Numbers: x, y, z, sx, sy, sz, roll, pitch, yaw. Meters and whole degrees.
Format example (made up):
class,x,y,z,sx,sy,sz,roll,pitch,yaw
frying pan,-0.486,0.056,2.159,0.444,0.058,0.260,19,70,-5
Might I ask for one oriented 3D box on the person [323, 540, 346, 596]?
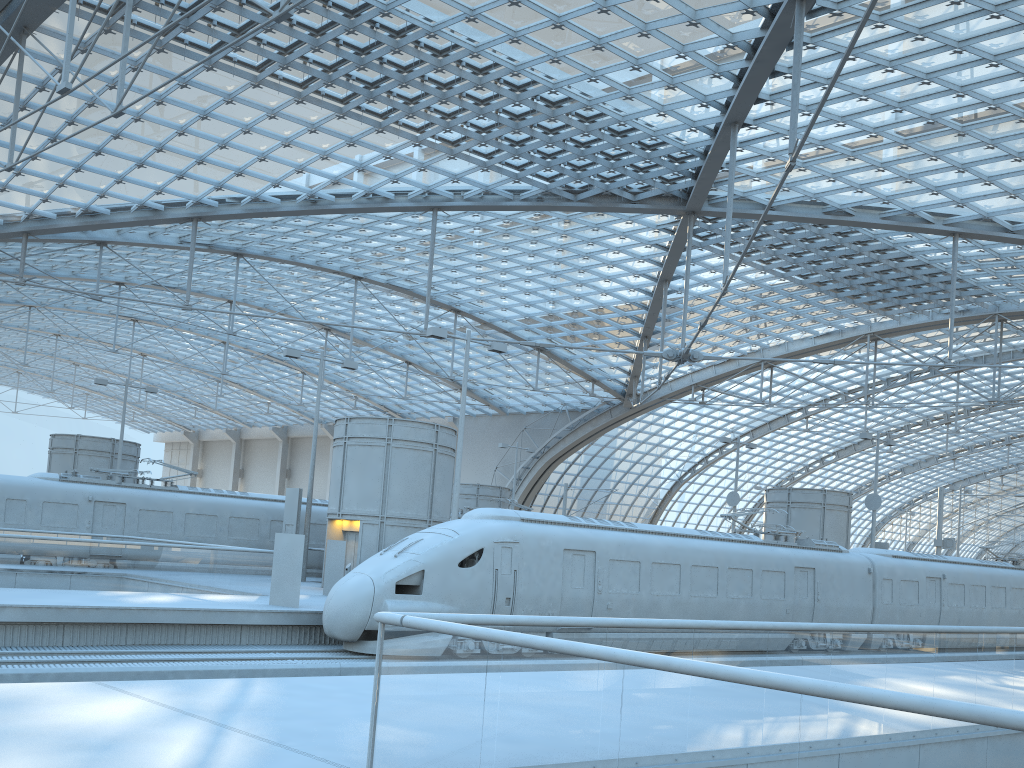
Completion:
class,x,y,z,sx,sy,sz,roll,pitch,yaw
person,-4.970,5.180,24.615,0.709,1.601,0.001,2,-4,32

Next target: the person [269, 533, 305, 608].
class,x,y,z,sx,sy,sz,roll,pitch,yaw
person,-5.140,4.274,20.088,0.873,1.694,0.001,2,-4,27
